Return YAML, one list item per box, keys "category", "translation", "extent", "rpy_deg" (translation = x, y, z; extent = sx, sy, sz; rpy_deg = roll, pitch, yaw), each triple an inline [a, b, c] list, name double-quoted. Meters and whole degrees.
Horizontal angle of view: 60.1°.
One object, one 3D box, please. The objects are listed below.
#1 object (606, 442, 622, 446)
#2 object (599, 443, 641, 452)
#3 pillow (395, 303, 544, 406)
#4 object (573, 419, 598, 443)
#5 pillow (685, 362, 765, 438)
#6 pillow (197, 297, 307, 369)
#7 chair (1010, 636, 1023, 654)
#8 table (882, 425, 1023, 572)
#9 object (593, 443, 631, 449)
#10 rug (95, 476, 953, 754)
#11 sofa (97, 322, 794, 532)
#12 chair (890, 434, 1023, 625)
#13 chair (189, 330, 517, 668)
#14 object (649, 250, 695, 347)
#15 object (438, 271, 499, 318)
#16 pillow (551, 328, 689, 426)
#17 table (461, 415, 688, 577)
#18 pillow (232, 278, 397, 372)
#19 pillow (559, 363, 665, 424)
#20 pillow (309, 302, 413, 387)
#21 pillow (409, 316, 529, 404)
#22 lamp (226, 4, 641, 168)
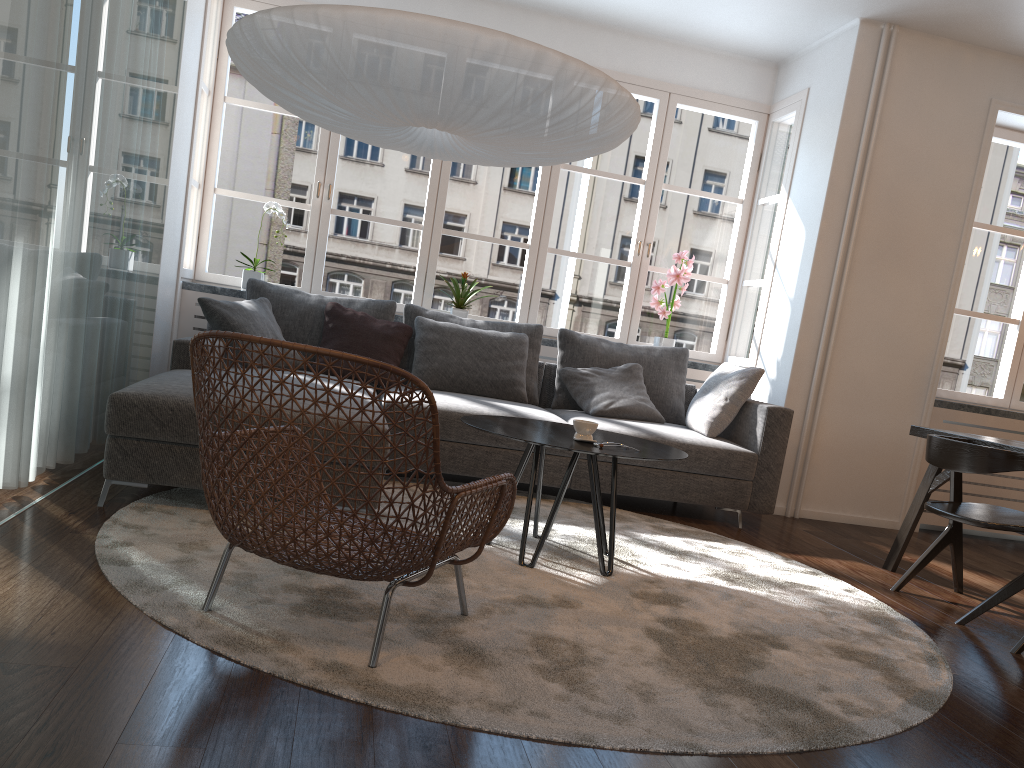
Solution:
- category: "object"
  translation: [0.349, 0.213, 3.147]
  extent: [0.124, 0.010, 0.025]
  rpy_deg: [6, 5, -45]
- category: "object"
  translation: [0.376, 0.220, 3.056]
  extent: [0.168, 0.015, 0.014]
  rpy_deg: [8, 6, -24]
- category: "pillow"
  translation: [-0.235, -0.167, 5.081]
  extent: [0.841, 0.479, 0.274]
  rpy_deg: [8, 6, -11]
- category: "object"
  translation: [0.257, 0.169, 3.129]
  extent: [0.091, 0.069, 0.138]
  rpy_deg: [9, 4, 1]
- category: "pillow"
  translation: [1.128, 0.080, 4.886]
  extent: [0.287, 0.418, 0.489]
  rpy_deg: [8, 5, -12]
- category: "pillow"
  translation: [-1.326, -0.269, 4.552]
  extent: [0.344, 0.362, 0.515]
  rpy_deg: [12, 5, 28]
- category: "chair"
  translation: [2.000, 0.637, 2.843]
  extent: [0.520, 0.677, 0.587]
  rpy_deg: [8, 6, -10]
- category: "table"
  translation: [2.543, 0.707, 3.030]
  extent: [1.108, 0.684, 2.478]
  rpy_deg: [8, 4, -11]
- category: "object"
  translation: [0.351, 0.213, 3.090]
  extent: [0.164, 0.016, 0.025]
  rpy_deg: [7, 5, -36]
- category: "rug"
  translation: [0.048, 0.643, 3.224]
  extent: [2.846, 0.012, 2.808]
  rpy_deg: [7, 4, -31]
- category: "sofa"
  translation: [-0.079, 0.226, 4.281]
  extent: [3.073, 0.677, 2.021]
  rpy_deg: [8, 4, -11]
- category: "chair"
  translation: [1.874, 0.579, 3.505]
  extent: [0.521, 0.677, 0.587]
  rpy_deg: [8, 6, -12]
- category: "chair"
  translation: [-0.417, 0.259, 2.247]
  extent: [0.715, 0.715, 0.683]
  rpy_deg: [11, 6, 21]
- category: "object"
  translation: [1.016, -0.520, 5.718]
  extent: [0.201, 0.697, 0.294]
  rpy_deg: [4, 8, -32]
- category: "object"
  translation: [-0.284, -0.527, 5.472]
  extent: [0.377, 0.331, 0.319]
  rpy_deg: [5, 7, -36]
- category: "pillow"
  translation: [0.655, -0.034, 5.251]
  extent: [0.838, 0.481, 0.272]
  rpy_deg: [8, 6, -11]
- category: "table"
  translation: [0.193, 0.424, 3.313]
  extent: [0.848, 0.476, 0.839]
  rpy_deg: [8, 4, -9]
- category: "pillow"
  translation: [-1.080, -0.288, 4.899]
  extent: [0.837, 0.482, 0.272]
  rpy_deg: [8, 6, -11]
- category: "pillow"
  translation: [0.570, 0.028, 5.001]
  extent: [0.493, 0.324, 0.439]
  rpy_deg: [6, 5, -29]
- category: "pillow"
  translation: [-0.808, -0.215, 4.801]
  extent: [0.522, 0.407, 0.308]
  rpy_deg: [8, 6, -9]
- category: "pillow"
  translation: [-0.228, -0.131, 4.943]
  extent: [0.668, 0.401, 0.289]
  rpy_deg: [8, 6, -11]
- category: "lamp"
  translation: [-0.277, -0.982, 3.205]
  extent: [1.462, 0.212, 1.467]
  rpy_deg: [11, 4, 25]
